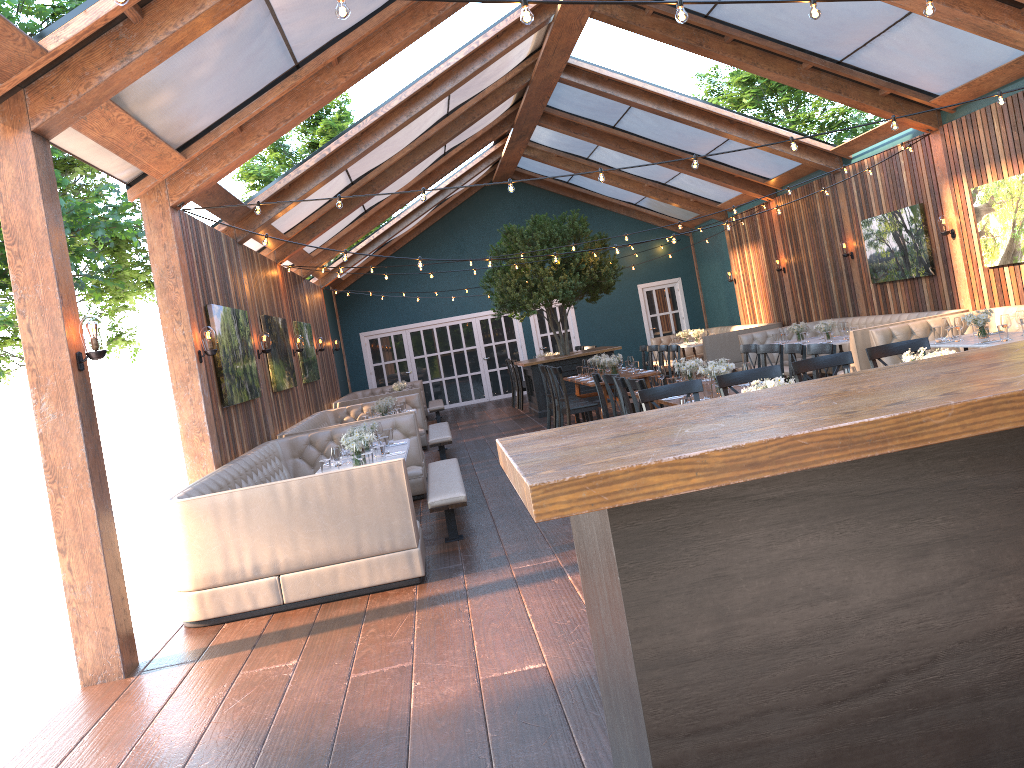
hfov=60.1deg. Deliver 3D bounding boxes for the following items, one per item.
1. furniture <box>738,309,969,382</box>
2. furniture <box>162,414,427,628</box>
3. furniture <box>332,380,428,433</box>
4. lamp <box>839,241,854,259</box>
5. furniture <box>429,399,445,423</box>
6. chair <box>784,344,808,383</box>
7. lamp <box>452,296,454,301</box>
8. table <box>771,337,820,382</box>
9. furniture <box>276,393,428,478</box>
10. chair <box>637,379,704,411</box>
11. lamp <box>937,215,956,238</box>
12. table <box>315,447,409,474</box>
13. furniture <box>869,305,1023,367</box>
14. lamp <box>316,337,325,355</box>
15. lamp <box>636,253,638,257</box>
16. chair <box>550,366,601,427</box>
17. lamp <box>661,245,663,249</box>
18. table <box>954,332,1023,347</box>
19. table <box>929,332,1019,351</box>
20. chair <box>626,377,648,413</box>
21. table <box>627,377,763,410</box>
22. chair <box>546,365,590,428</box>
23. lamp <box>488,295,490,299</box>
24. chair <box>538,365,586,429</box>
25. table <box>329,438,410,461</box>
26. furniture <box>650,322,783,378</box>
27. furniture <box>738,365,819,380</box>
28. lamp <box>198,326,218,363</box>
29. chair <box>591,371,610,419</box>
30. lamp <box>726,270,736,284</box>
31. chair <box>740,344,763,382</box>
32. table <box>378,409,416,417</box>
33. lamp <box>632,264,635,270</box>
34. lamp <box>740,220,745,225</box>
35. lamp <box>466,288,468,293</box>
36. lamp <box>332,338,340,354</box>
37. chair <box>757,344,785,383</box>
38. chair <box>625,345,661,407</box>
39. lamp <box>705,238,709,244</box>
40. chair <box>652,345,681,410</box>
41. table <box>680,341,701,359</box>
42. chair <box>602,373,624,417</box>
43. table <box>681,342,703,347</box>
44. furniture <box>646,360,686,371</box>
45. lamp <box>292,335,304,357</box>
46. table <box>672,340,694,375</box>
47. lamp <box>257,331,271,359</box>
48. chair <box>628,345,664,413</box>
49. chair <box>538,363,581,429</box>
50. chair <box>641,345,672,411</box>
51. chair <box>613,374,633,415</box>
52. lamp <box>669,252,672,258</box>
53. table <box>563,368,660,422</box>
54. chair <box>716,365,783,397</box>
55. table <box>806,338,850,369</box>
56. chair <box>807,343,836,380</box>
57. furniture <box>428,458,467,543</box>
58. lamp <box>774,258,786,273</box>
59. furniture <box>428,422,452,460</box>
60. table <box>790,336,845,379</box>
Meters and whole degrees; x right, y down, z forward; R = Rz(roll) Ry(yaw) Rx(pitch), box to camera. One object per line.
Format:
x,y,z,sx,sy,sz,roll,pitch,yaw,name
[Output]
4.956,-0.478,13.171,1.711,0.859,4.158,-10,3,-5,furniture
-1.682,0.994,7.972,1.711,0.859,4.158,-10,3,-5,furniture
-2.665,0.558,18.506,1.711,0.859,4.158,-10,3,-5,furniture
5.396,-2.162,14.292,0.178,0.320,0.146,-10,0,-5,lamp
-1.571,0.592,18.628,0.313,0.399,2.329,-10,3,-5,furniture
2.484,0.172,8.076,0.539,1.020,0.477,-10,0,0,chair
-1.229,-1.787,18.494,0.056,0.115,0.074,-10,1,38,lamp
4.466,-0.340,13.942,0.799,0.672,0.798,-10,2,-6,table
-2.103,0.807,12.484,1.711,0.859,4.158,-10,3,-5,furniture
1.222,0.513,6.020,0.478,1.020,0.538,-10,0,-10,chair
5.653,-2.048,11.535,0.178,0.320,0.146,-10,0,-5,lamp
-1.285,1.016,8.019,0.799,0.672,0.798,-10,2,-5,table
5.376,-0.292,8.669,1.711,0.859,4.158,-10,3,-5,furniture
-3.506,-0.701,16.178,0.178,0.320,0.146,-10,0,-5,lamp
3.101,-3.215,21.993,0.056,0.120,0.056,-10,0,16,lamp
0.862,0.236,11.912,0.540,1.020,0.476,-10,0,-10,chair
3.778,-3.448,22.262,0.056,0.121,0.056,-10,0,-23,lamp
4.961,-0.121,8.631,0.799,0.672,0.798,-10,2,-5,table
4.886,-0.154,9.443,0.799,0.672,0.798,-10,2,-6,table
1.301,0.420,7.397,0.540,1.020,0.477,-10,0,-5,chair
1.868,0.415,8.294,0.951,0.729,2.431,-10,3,-5,table
0.810,0.213,12.469,0.540,1.020,0.477,-10,0,-2,chair
-0.487,-1.829,18.404,0.056,0.119,0.060,-10,0,32,lamp
0.734,0.194,13.025,0.540,1.020,0.476,-10,0,-10,chair
-1.361,0.983,8.832,0.799,0.672,0.798,-10,2,-6,table
4.395,-0.727,19.183,1.711,0.859,4.158,-10,3,-5,furniture
3.907,-0.053,13.064,0.313,0.399,2.329,-10,3,-5,furniture
-2.739,-0.361,7.967,0.178,0.320,0.146,-10,0,-5,lamp
1.136,0.352,9.063,0.539,1.020,0.477,-10,0,3,chair
4.885,-2.388,19.761,0.178,0.320,0.146,-10,0,-5,lamp
2.380,0.125,9.191,0.540,1.020,0.477,-10,0,-5,chair
-1.781,0.797,13.330,0.799,0.672,0.798,-10,2,-6,table
2.434,-2.345,17.771,0.056,0.121,0.056,-10,0,-29,lamp
4.486,-3.146,17.218,0.073,0.115,0.056,-10,0,1,lamp
-1.041,-2.154,20.321,0.056,0.121,0.056,-10,0,19,lamp
-3.761,-0.814,18.914,0.178,0.320,0.146,-10,0,-5,lamp
2.432,0.148,8.633,0.540,1.020,0.476,-10,0,-10,chair
1.959,-0.061,13.707,0.540,1.020,0.477,-10,0,-5,chair
3.832,-2.819,17.393,0.057,0.118,0.065,-10,0,-29,lamp
2.115,0.008,12.034,0.539,1.020,0.477,-10,0,0,chair
3.978,-0.556,19.164,0.799,0.672,0.798,-10,2,-5,table
1.217,0.370,8.501,0.540,1.020,0.476,-10,0,-8,chair
4.054,-0.523,18.352,0.799,0.672,0.798,-10,2,-6,table
3.343,-0.303,19.109,0.313,0.399,2.329,-10,3,-5,furniture
-3.251,-0.588,13.445,0.178,0.320,0.146,-10,0,-5,lamp
3.902,-0.590,19.976,0.799,0.672,0.798,-10,2,-6,table
-2.993,-0.474,10.688,0.178,0.320,0.146,-10,0,-5,lamp
2.011,-0.038,13.149,0.540,1.020,0.476,-10,0,-10,chair
0.718,0.164,13.585,0.539,1.020,0.477,-10,0,0,chair
2.063,-0.015,12.592,0.540,1.020,0.477,-10,0,-5,chair
1.242,0.398,7.954,0.539,1.020,0.477,-10,0,0,chair
3.142,-2.557,17.578,0.056,0.121,0.056,-10,0,-28,lamp
1.448,0.229,12.785,0.951,0.729,2.431,-10,3,-5,table
1.771,0.413,6.073,0.478,1.020,0.539,-10,0,-5,chair
4.617,-0.273,12.317,0.799,0.672,0.798,-10,2,-6,table
2.537,0.195,7.518,0.540,1.020,0.477,-10,0,-5,chair
-0.586,1.028,8.084,0.313,0.399,2.329,-10,3,-5,furniture
5.140,-2.275,17.025,0.178,0.320,0.146,-10,0,-5,lamp
-1.006,0.842,12.583,0.313,0.399,2.329,-10,3,-5,furniture
4.541,-0.307,13.129,0.799,0.672,0.798,-10,2,-5,table
